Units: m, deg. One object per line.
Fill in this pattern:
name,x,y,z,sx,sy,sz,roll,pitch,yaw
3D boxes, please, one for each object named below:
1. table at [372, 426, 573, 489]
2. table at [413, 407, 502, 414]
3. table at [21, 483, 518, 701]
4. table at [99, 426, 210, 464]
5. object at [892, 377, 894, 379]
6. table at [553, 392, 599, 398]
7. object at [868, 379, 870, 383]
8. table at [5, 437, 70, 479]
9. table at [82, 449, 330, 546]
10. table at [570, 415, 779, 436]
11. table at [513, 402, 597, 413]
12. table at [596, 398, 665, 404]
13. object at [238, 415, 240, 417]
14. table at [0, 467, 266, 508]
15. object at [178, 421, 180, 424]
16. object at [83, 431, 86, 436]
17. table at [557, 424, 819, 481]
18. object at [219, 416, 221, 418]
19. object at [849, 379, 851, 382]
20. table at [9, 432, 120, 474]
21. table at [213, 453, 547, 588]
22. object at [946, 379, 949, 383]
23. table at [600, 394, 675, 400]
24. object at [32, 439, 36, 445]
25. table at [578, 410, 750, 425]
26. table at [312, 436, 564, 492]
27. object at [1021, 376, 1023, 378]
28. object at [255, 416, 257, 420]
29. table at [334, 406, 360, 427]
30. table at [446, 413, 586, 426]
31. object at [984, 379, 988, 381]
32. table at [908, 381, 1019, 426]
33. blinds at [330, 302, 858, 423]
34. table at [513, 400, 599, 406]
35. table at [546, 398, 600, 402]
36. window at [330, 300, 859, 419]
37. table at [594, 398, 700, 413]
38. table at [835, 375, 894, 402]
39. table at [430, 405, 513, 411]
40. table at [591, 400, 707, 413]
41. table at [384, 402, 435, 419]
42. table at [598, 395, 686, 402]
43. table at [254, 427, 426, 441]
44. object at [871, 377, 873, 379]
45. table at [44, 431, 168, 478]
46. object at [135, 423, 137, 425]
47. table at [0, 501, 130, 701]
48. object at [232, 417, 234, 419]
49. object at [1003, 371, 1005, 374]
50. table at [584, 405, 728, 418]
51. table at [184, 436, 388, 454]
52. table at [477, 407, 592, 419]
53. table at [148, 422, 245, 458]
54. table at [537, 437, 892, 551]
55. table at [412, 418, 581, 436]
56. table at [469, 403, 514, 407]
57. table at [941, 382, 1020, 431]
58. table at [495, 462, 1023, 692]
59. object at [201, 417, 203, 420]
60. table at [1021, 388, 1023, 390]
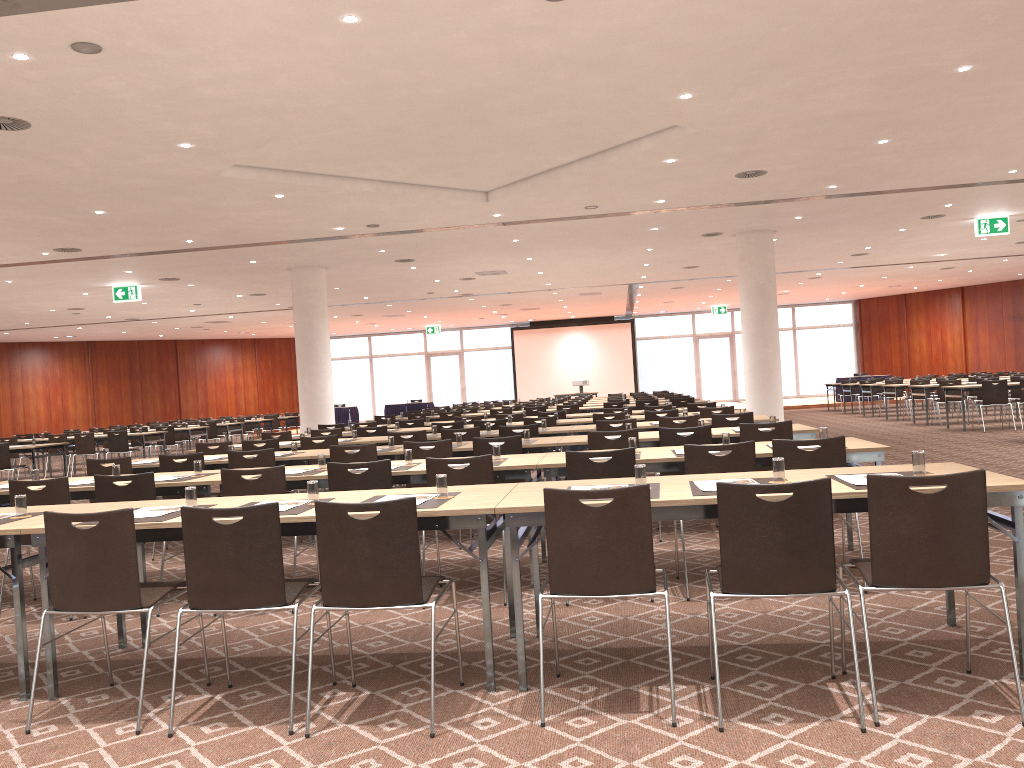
table,-0.399,0.996,10.493,2.267,0.833,0.953,-3,0,7
table,-1.267,1.070,22.183,2.267,0.833,0.953,-3,0,7
table,-1.120,1.030,4.537,2.267,0.833,0.953,-3,0,7
table,-8.440,1.506,21.043,2.267,0.833,0.953,-3,0,7
object,10.610,-0.129,24.709,0.054,0.114,0.054,-4,0,-4
table,2.272,0.747,31.055,1.540,0.832,0.953,-3,0,7
object,9.971,-0.090,24.792,0.054,0.114,0.054,-4,0,-4
table,-10.930,1.655,19.333,2.267,0.833,0.953,-3,0,7
table,-2.888,1.145,8.782,2.267,0.833,0.953,-3,0,7
table,1.851,0.858,10.219,2.267,0.833,0.953,-3,0,7
table,0.983,0.932,21.909,2.267,0.833,0.953,-3,0,7
table,3.232,0.794,21.634,2.267,0.833,0.953,-3,0,7
object,-8.953,1.073,29.113,0.054,0.114,0.054,-4,0,-27
table,-3.129,1.156,6.797,2.267,0.833,0.953,-3,0,7
object,-9.440,1.096,25.140,0.054,0.114,0.054,-4,0,-27
object,-9.194,1.070,19.079,0.054,0.114,0.054,-4,0,-27
table,1.610,0.870,8.234,2.267,0.833,0.953,-3,0,7
object,-9.609,1.113,29.185,0.054,0.114,0.054,-4,0,-27
object,10.209,-0.101,26.780,0.054,0.114,0.054,-4,0,-4
table,-10.690,1.643,21.318,2.267,0.833,0.953,-3,0,7
table,-0.879,1.019,6.523,2.267,0.833,0.953,-3,0,7
object,9.244,-0.056,18.836,0.054,0.114,0.054,-4,0,-27
table,3.713,0.771,25.605,2.267,0.833,0.953,-3,0,7
object,-8.323,1.011,15.435,0.054,0.114,0.054,-4,0,-4
table,2.091,0.847,12.204,2.267,0.833,0.953,-3,0,7
table,-0.639,1.007,8.508,2.267,0.833,0.953,-3,0,7
object,9.652,-0.084,16.768,0.054,0.114,0.054,-4,0,-27
object,-7.184,0.958,24.868,0.054,0.114,0.054,-4,0,-4
table,-6.476,1.283,32.106,1.712,0.832,1.041,-3,0,7
table,0.082,0.974,14.464,2.267,0.833,0.953,-3,0,7
object,9.010,-0.045,16.849,0.054,0.114,0.054,-4,0,-27
table,9.767,0.390,18.822,2.267,0.833,0.953,-3,0,7
blinds,2.743,-0.771,37.530,22.853,3.817,0.115,-4,0,7
table,1.223,0.920,23.894,2.267,0.833,0.953,-3,0,7
table,1.463,0.909,25.879,2.267,0.833,0.953,-3,0,7
window,2.801,-0.803,37.747,22.963,3.872,0.217,-4,0,7
table,2.992,0.805,19.649,2.267,0.833,0.953,-3,0,7
table,11.869,0.158,29.868,1.712,0.832,1.041,-3,0,7
table,-1.026,1.058,24.168,2.267,0.833,0.953,-3,0,7
table,2.752,0.816,17.664,2.267,0.833,0.953,-3,0,7
table,-3.658,1.110,31.762,1.712,0.832,1.041,-3,0,7
table,3.472,0.783,23.619,2.267,0.833,0.953,-3,0,7
table,-2.408,1.123,12.753,2.267,0.833,0.953,-3,0,7
object,10.847,-0.140,26.690,0.054,0.114,0.054,-4,0,-4
table,-8.681,1.517,19.058,2.267,0.833,0.953,-3,0,7
object,-10.723,1.175,25.297,0.054,0.114,0.054,-4,0,-27
table,-3.369,1.168,4.812,2.267,0.833,0.953,-3,0,7
object,-7.836,0.998,24.938,0.054,0.114,0.054,-4,0,-4
object,13.509,-0.307,24.358,0.054,0.114,0.054,-4,0,-27
table,2.331,0.836,14.189,2.267,0.833,0.953,-3,0,7
table,-2.648,1.134,10.768,2.267,0.833,0.953,-3,0,7
table,0.502,0.954,17.938,2.267,0.833,0.953,-3,0,7
table,-8.200,1.494,23.029,2.267,0.833,0.953,-3,0,7
table,1.370,0.881,6.248,2.267,0.833,0.953,-3,0,7
table,-0.159,0.985,12.479,2.267,0.833,0.953,-3,0,7
table,-0.786,1.047,26.153,2.267,0.833,0.953,-3,0,7
table,9.527,0.401,16.837,2.267,0.833,0.953,-3,0,7
table,1.130,0.892,4.263,2.267,0.833,0.953,-3,0,7
object,-10.248,1.152,29.275,0.054,0.114,0.054,-4,0,-27
table,9.106,0.421,13.363,2.267,0.833,0.953,-3,0,7
